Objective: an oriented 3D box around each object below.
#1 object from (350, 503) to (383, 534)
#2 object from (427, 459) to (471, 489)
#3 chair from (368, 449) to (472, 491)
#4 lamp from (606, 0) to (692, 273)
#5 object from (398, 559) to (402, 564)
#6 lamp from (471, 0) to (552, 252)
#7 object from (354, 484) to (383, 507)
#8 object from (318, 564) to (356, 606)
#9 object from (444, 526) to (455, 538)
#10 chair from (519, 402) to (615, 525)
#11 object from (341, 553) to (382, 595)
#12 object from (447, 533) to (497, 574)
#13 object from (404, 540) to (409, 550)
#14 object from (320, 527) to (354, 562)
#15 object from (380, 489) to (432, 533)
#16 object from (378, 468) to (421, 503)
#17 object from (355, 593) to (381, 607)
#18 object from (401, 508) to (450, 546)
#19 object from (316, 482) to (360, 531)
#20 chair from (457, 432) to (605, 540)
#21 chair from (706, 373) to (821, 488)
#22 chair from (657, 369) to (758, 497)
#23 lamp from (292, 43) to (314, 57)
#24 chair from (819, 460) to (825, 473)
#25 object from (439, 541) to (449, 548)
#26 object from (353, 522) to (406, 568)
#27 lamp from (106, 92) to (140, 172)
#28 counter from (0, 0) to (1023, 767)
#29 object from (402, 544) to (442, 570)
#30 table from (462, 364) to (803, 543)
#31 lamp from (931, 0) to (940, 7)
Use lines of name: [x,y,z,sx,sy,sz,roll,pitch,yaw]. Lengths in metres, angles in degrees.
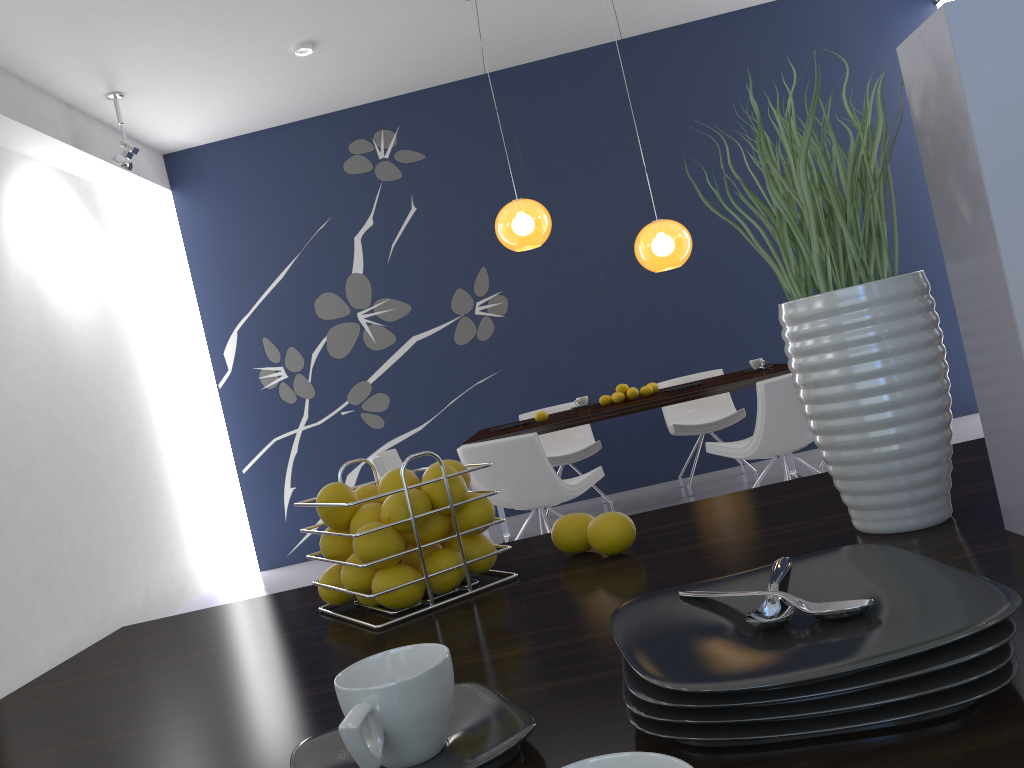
object: [-0.167,0.169,1.068,0.055,0.051,0.061,-13,0,-2]
object: [-0.081,0.120,1.106,0.053,0.051,0.063,-13,1,-39]
chair: [-0.521,0.782,5.684,0.620,0.805,0.508,-13,0,3]
lamp: [0.753,-1.676,5.519,0.359,1.974,0.358,-13,0,9]
object: [-0.139,0.233,1.158,0.051,0.053,0.063,-13,0,11]
lamp: [-0.081,-1.653,5.563,0.358,1.645,0.359,-13,0,14]
object: [-0.184,0.156,1.138,0.051,0.053,0.063,-13,0,16]
object: [-0.213,0.250,1.115,0.053,0.052,0.062,-13,1,43]
object: [-0.087,0.167,1.119,0.062,0.053,0.052,-13,0,-25]
chair: [0.389,0.567,6.488,0.508,0.805,0.620,-13,0,-2]
object: [-0.171,0.219,1.039,0.052,0.053,0.062,-13,1,40]
object: [-0.049,0.206,1.088,0.060,0.057,0.052,-13,0,5]
object: [-0.151,0.196,1.124,0.051,0.053,0.062,-13,0,11]
object: [-0.207,0.198,1.095,0.061,0.054,0.053,-13,1,-41]
object: [-0.122,0.147,1.025,0.063,0.051,0.053,-13,1,-41]
object: [-0.138,0.130,1.090,0.051,0.053,0.063,-13,0,5]
object: [-0.164,0.242,1.081,0.061,0.055,0.050,-13,1,-41]
object: [-0.106,0.169,1.066,0.064,0.053,0.051,-13,0,6]
object: [-0.211,0.148,1.076,0.050,0.060,0.059,-13,0,3]
chair: [0.135,0.639,4.642,0.508,0.805,0.620,-13,1,38]
chair: [1.399,0.347,4.556,0.508,0.805,0.620,-13,0,-27]
chair: [1.401,0.333,6.427,0.508,0.805,0.620,-13,0,3]
lamp: [-1.366,-2.185,5.799,0.132,0.035,0.132,-13,0,3]
chair: [2.185,0.159,5.522,0.620,0.805,0.508,-13,0,-2]
object: [-0.088,0.220,1.133,0.064,0.063,0.074,-13,0,24]
object: [-0.150,0.183,1.003,0.060,0.055,0.053,-13,1,-43]
lamp: [-2.599,-1.656,5.878,0.185,0.511,0.150,-13,0,3]
counter: [1.022,0.209,0.595,3.291,1.300,1.302,-13,0,3]
object: [-0.110,0.220,1.095,0.057,0.060,0.052,-13,0,9]
table: [0.827,0.484,5.552,2.046,0.783,1.127,-13,0,3]
lamp: [2.975,-2.946,6.317,0.185,0.511,0.150,-13,0,3]
